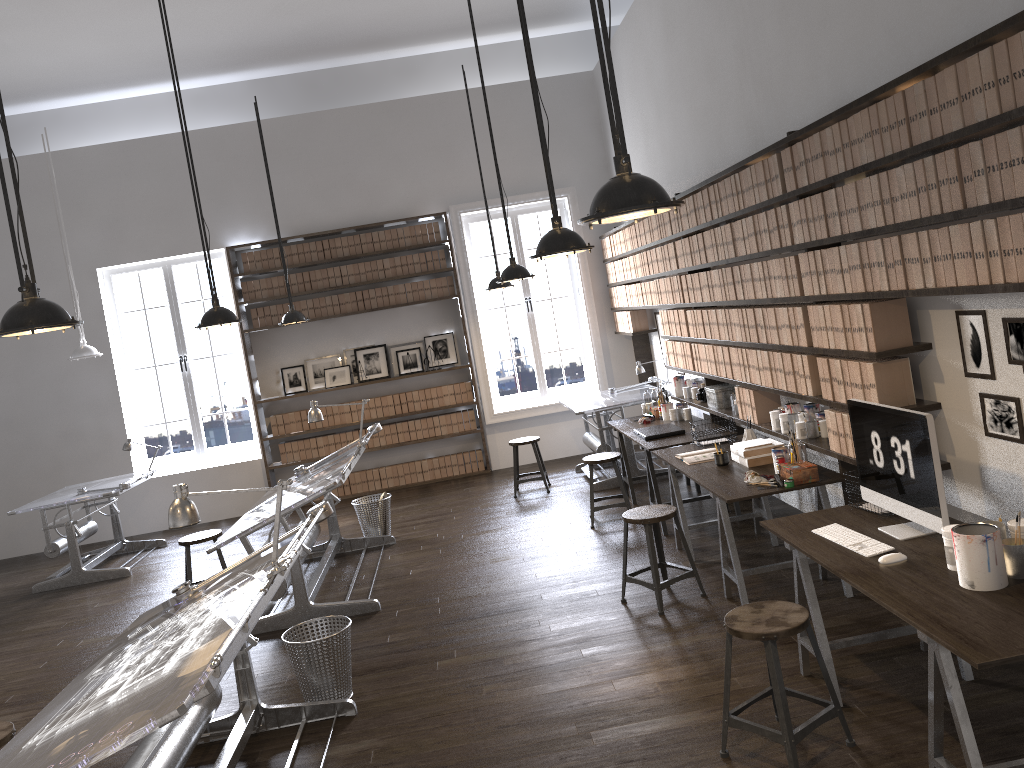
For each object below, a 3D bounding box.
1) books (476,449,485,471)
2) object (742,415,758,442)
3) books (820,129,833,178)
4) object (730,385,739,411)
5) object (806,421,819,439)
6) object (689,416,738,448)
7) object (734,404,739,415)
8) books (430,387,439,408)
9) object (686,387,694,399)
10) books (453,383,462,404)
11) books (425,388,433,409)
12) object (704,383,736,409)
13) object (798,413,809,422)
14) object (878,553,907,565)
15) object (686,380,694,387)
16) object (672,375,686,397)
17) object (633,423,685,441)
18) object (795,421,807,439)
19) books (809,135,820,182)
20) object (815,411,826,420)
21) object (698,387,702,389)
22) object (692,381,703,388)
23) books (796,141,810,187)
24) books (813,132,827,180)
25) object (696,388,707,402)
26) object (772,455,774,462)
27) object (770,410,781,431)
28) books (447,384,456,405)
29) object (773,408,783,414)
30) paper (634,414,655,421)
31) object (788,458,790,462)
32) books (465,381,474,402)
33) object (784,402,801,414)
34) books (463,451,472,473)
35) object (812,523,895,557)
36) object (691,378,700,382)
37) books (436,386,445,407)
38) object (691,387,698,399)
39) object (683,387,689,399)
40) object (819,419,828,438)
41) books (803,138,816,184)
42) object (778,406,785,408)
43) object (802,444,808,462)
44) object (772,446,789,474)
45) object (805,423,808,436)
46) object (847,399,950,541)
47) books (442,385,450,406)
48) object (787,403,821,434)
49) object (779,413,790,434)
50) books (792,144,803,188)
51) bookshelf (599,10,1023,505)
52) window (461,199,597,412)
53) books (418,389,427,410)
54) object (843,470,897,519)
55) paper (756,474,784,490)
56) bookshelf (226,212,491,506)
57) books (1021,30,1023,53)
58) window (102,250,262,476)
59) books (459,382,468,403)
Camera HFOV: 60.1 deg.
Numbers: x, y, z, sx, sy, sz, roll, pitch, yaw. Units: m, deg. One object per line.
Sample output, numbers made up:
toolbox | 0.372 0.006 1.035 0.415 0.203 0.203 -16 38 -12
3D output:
books | -0.367 0.877 10.233 0.067 0.225 0.175 -10 3 -3
object | 1.532 0.310 5.726 0.101 0.209 0.102 -7 3 41
books | 1.552 -1.088 4.136 0.174 0.225 0.067 -10 2 -4
object | 1.642 0.061 6.438 0.157 0.271 0.181 -11 3 -19
object | 1.712 0.261 5.041 0.062 0.094 0.063 -8 3 28
object | 1.387 0.327 6.088 0.284 0.160 0.204 -10 4 -4
object | 1.669 0.164 6.279 0.181 0.093 0.062 -9 3 10
books | -0.886 0.154 10.175 0.067 0.225 0.175 -10 3 -4
object | 1.520 0.077 7.529 0.063 0.093 0.062 -11 3 -18
books | -0.624 0.107 10.198 0.067 0.225 0.175 -10 3 -3
books | -0.953 0.165 10.176 0.067 0.225 0.175 -10 3 -3
object | 1.615 0.094 6.814 0.193 0.152 0.317 -10 4 -4
object | 1.721 0.234 5.211 0.062 0.119 0.061 -11 3 -35
object | 1.399 0.639 3.253 0.106 0.028 0.059 -10 4 -7
object | 1.560 0.031 7.711 0.070 0.130 0.070 -8 3 34
object | 1.476 0.019 7.808 0.107 0.176 0.107 -10 3 -2
object | 1.133 0.368 6.848 0.312 0.033 0.447 -10 5 -4
object | 1.656 0.266 5.078 0.061 0.095 0.062 -8 3 28
books | 1.543 -1.098 4.270 0.174 0.225 0.067 -10 2 -4
object | 1.811 0.224 5.115 0.095 0.129 0.094 -10 3 -16
object | 1.606 0.073 7.533 0.053 0.080 0.054 -8 3 24
object | 1.607 0.041 7.618 0.093 0.128 0.095 -8 3 27
books | 1.529 -1.108 4.411 0.174 0.225 0.067 -10 2 -4
books | 1.542 -1.092 4.203 0.174 0.225 0.067 -10 2 -4
object | 1.549 0.088 7.249 0.091 0.108 0.171 -10 4 -3
object | 1.509 0.430 5.013 0.062 0.094 0.061 -12 4 -44
object | 1.631 0.226 5.468 0.062 0.119 0.061 -12 4 -44
books | -0.693 0.120 10.189 0.067 0.225 0.175 -10 3 -4
object | 1.670 0.215 5.526 0.063 0.118 0.063 -8 3 37
paper | 1.142 0.292 7.663 0.138 0.038 0.155 -11 5 -18
object | 1.536 0.450 4.812 0.059 0.088 0.060 -10 3 1
books | -0.491 0.085 10.202 0.067 0.225 0.175 -10 3 -3
object | 1.725 0.199 5.412 0.094 0.161 0.095 -10 3 -7
books | -0.514 0.903 10.220 0.067 0.225 0.175 -10 3 -3
object | 1.364 0.626 3.563 0.119 0.017 0.439 -10 5 -8
object | 1.616 0.017 7.767 0.071 0.129 0.071 -7 4 43
books | -0.821 0.142 10.184 0.067 0.225 0.175 -10 3 -3
object | 1.547 0.078 7.468 0.062 0.094 0.062 -11 3 -18
object | 1.501 0.074 7.597 0.062 0.094 0.062 -11 3 -18
object | 1.774 0.252 5.011 0.061 0.095 0.062 -8 3 28
books | 1.538 -1.103 4.341 0.174 0.225 0.067 -10 2 -4
object | 1.714 0.203 5.576 0.061 0.119 0.062 -8 3 37
object | 1.604 0.406 4.957 0.094 0.128 0.095 -10 3 -7
object | 1.501 0.422 4.902 0.104 0.141 0.105 -9 3 4
object | 1.730 0.260 5.125 0.054 0.081 0.054 -10 3 -13
object | 1.572 0.337 3.556 0.204 0.517 0.644 -10 4 -3
books | -0.759 0.131 10.187 0.067 0.225 0.175 -10 3 -3
object | 1.745 0.207 5.285 0.205 0.161 0.094 -10 3 -2
object | 1.645 0.237 5.324 0.062 0.119 0.061 -11 3 -35
books | 1.528 -1.114 4.483 0.174 0.225 0.067 -10 2 -4
bookshelf | 1.766 0.167 5.576 0.374 3.199 9.198 -10 5 -3
window | 0.198 -0.891 10.205 1.245 2.305 0.153 -10 2 -4
books | -1.022 0.177 10.171 0.067 0.225 0.175 -10 3 -3
object | 1.635 0.474 3.923 0.204 0.160 0.284 -10 4 -11
paper | 1.360 0.515 4.677 0.137 0.038 0.156 -9 5 11
bookshelf | -1.663 0.085 10.163 2.475 3.716 0.413 -10 2 -4
books | 1.656 -0.979 2.681 0.174 0.225 0.067 -10 2 -4
window | -3.708 -0.210 10.056 1.483 2.493 0.153 -10 2 -4
books | -0.556 0.095 10.205 0.067 0.225 0.175 -10 3 -3
